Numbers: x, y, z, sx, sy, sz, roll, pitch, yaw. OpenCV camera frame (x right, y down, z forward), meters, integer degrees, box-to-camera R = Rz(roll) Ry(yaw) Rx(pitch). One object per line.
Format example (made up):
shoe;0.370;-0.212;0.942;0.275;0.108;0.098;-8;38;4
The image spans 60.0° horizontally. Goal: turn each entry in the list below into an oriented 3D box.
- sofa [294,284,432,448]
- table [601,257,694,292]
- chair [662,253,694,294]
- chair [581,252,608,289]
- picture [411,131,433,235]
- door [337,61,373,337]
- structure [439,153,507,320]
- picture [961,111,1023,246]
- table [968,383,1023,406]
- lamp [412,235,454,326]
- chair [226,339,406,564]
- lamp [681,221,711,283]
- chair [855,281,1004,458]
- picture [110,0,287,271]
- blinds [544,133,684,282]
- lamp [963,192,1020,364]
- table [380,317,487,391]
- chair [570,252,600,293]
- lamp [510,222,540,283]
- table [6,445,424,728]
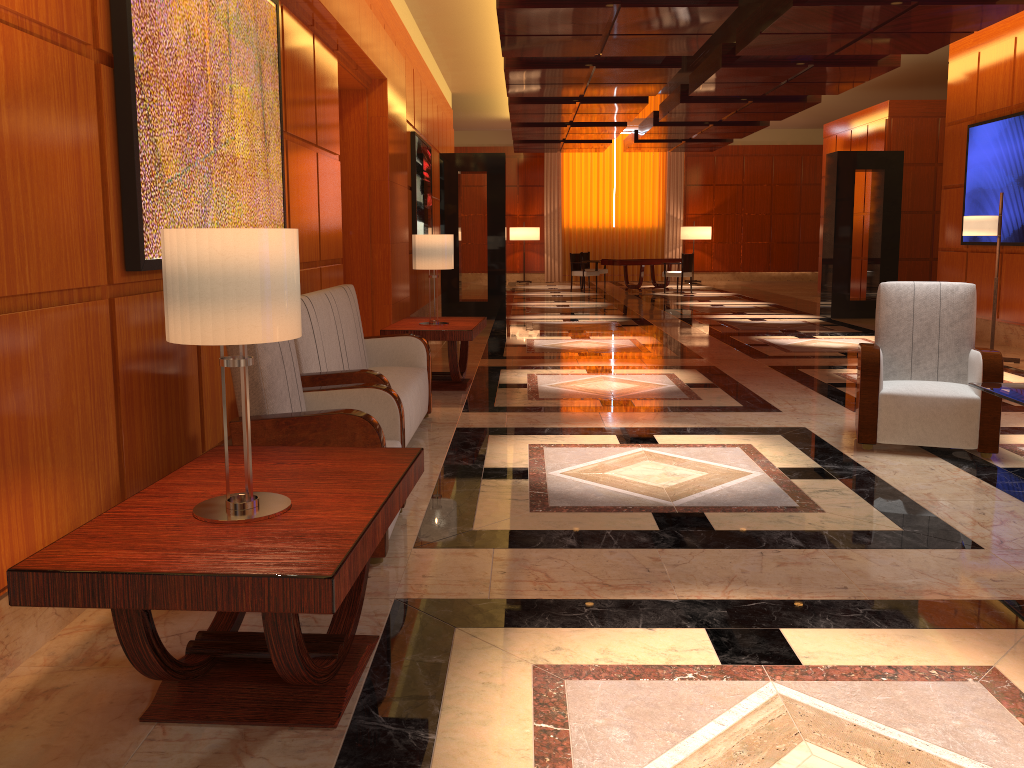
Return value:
sofa;-0.876;-0.091;5.267;0.612;0.927;1.809;0;9;1
table;3.109;-2.516;20.372;2.109;0.738;0.787;-5;10;-28
chair;3.698;-2.443;19.539;0.578;0.889;0.586;7;11;43
chair;1.955;-2.748;21.426;0.577;0.889;0.587;4;9;29
picture;-1.237;-2.645;12.292;0.056;1.445;2.007;0;9;1
door;-1.552;-1.366;7.813;0.340;2.638;1.508;0;8;1
structure;-0.586;-2.254;13.617;0.985;2.485;0.503;0;7;1
picture;5.573;-2.276;9.906;0.056;1.445;2.007;0;9;1
table;2.668;0.367;3.823;0.722;0.493;1.568;0;9;4
lamp;3.410;-0.072;2.448;0.336;0.731;13.039;-6;11;-39
chair;-0.786;0.162;3.660;0.628;0.956;0.742;0;8;0
lamp;4.992;-3.590;24.101;0.812;1.652;0.813;6;10;40
chair;2.462;-0.118;5.278;0.738;0.956;0.631;3;8;20
picture;-1.354;-1.287;4.096;0.056;1.445;2.007;0;9;1
blinds;2.819;-4.883;24.609;3.853;4.044;0.149;0;7;1
lamp;4.683;-1.038;8.701;0.527;1.652;0.361;-1;7;-9
table;-0.628;-0.250;7.481;0.725;0.531;1.174;0;9;4
chair;1.616;-2.548;20.223;0.577;0.889;0.586;6;10;38
lamp;0.348;-3.583;24.168;0.812;1.652;0.813;6;10;40
table;-0.699;0.574;2.510;0.725;0.531;1.174;0;9;4
